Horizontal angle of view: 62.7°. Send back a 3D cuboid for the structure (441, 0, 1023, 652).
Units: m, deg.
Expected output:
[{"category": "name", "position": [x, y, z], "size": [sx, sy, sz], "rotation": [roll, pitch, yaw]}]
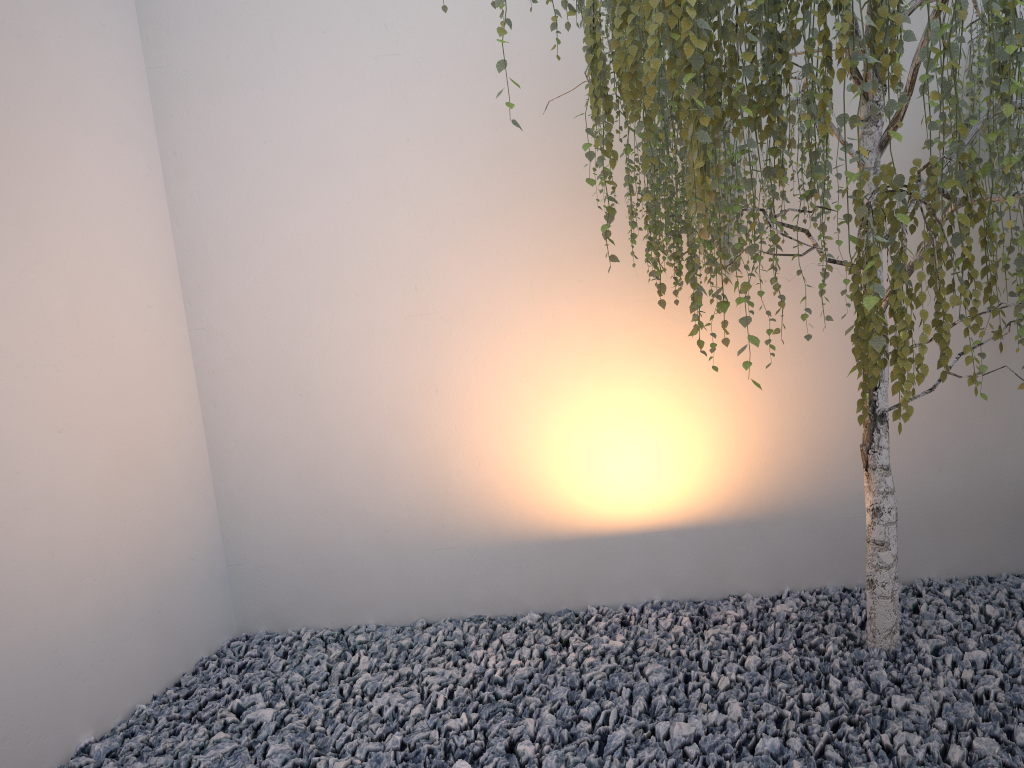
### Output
[{"category": "structure", "position": [0.984, -1.082, 2.120], "size": [2.451, 4.054, 1.728], "rotation": [-6, 9, -1]}]
